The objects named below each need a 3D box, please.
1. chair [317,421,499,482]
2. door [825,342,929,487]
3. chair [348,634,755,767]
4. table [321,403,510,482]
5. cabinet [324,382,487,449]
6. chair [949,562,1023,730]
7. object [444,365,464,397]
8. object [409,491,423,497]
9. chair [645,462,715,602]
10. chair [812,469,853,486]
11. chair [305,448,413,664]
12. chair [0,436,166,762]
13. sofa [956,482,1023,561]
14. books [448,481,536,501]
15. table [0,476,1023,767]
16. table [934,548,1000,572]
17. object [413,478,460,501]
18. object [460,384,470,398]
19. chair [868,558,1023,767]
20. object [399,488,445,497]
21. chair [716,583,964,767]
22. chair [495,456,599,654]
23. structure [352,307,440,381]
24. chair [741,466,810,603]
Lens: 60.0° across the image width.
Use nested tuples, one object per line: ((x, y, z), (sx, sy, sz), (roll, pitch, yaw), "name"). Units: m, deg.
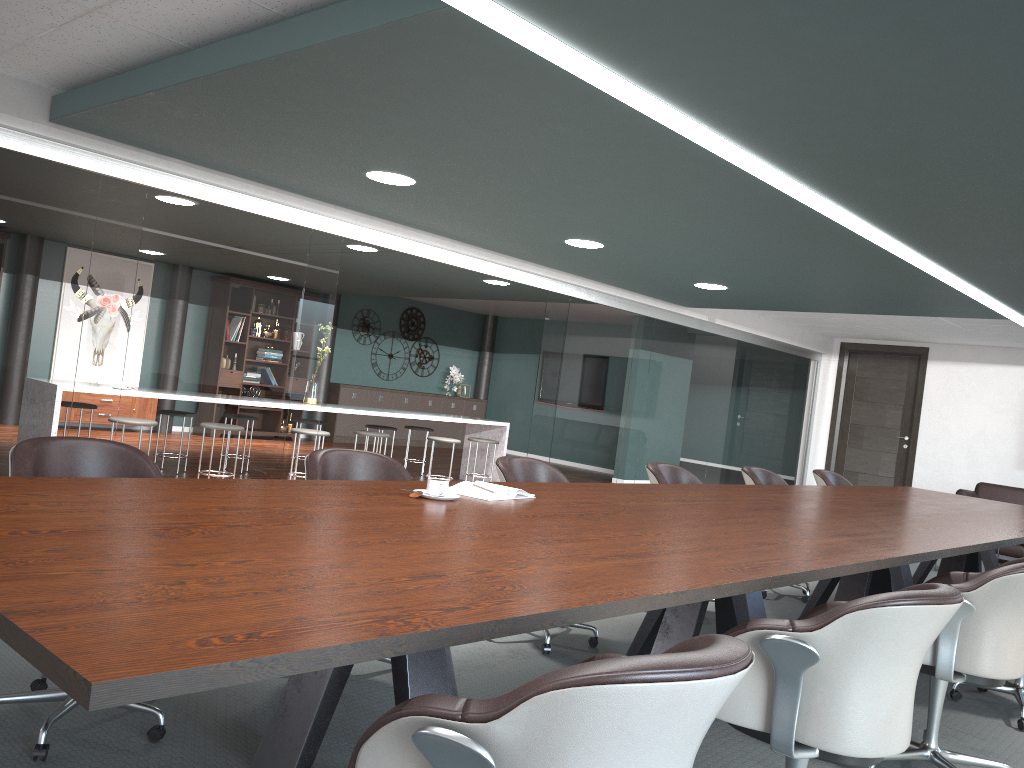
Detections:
((-1.855, 0.619, 7.971), (1.479, 0.512, 4.029), (7, 0, 42), "chair")
((4.333, 0.594, 10.605), (1.038, 2.130, 0.139), (7, 0, 42), "door")
((0.046, 0.706, 1.308), (0.535, 0.761, 0.518), (8, 0, -41), "chair")
((-1.820, 0.528, 7.910), (0.609, 0.699, 4.577), (7, 0, 42), "table")
((-4.712, 0.106, 10.111), (0.402, 0.820, 12.287), (7, 0, 42), "cabinet")
((2.179, 0.990, 3.660), (0.535, 0.761, 0.518), (8, 0, -41), "chair")
((-0.912, -0.050, 14.188), (0.221, 0.495, 0.600), (7, 0, 16), "object")
((-0.288, 0.330, 2.660), (0.044, 0.021, 0.041), (7, 0, 35), "object")
((0.938, 0.836, 4.807), (0.535, 0.761, 0.518), (8, 0, -41), "chair")
((2.401, 1.030, 6.420), (0.535, 0.761, 0.518), (8, 0, -41), "chair")
((-0.543, 0.639, 3.173), (0.535, 0.761, 0.518), (7, 0, -27), "chair")
((-1.178, 0.554, 2.474), (0.535, 0.761, 0.518), (8, 0, -41), "chair")
((5.376, 1.434, 7.240), (1.976, 0.728, 4.057), (7, 0, -5), "sofa")
((-0.068, 0.355, 2.972), (0.180, 0.032, 0.285), (7, 0, 33), "books")
((1.250, 0.900, 3.863), (1.374, 0.706, 6.694), (7, 0, 42), "table")
((4.398, 1.494, 7.254), (1.477, 0.359, 0.926), (7, 0, 42), "table")
((-0.229, 0.321, 2.722), (0.146, 0.056, 0.146), (7, 0, -23), "object")
((-0.754, 0.113, 14.268), (0.174, 0.207, 0.042), (7, 0, -28), "object")
((1.403, 0.887, 2.819), (0.523, 0.761, 0.533), (7, 0, 18), "chair")
((-0.275, 0.333, 2.687), (0.155, 0.012, 0.034), (7, 0, 20), "object")
((0.707, 0.794, 2.049), (0.523, 0.761, 0.533), (7, 0, 24), "chair")
((0.135, 0.729, 3.921), (0.535, 0.761, 0.518), (8, 0, -41), "chair")
((-1.737, -0.624, 13.526), (0.017, 1.178, 1.791), (7, 0, 42), "structure")
((1.662, 0.932, 5.593), (0.523, 0.761, 0.533), (7, 0, 24), "chair")
